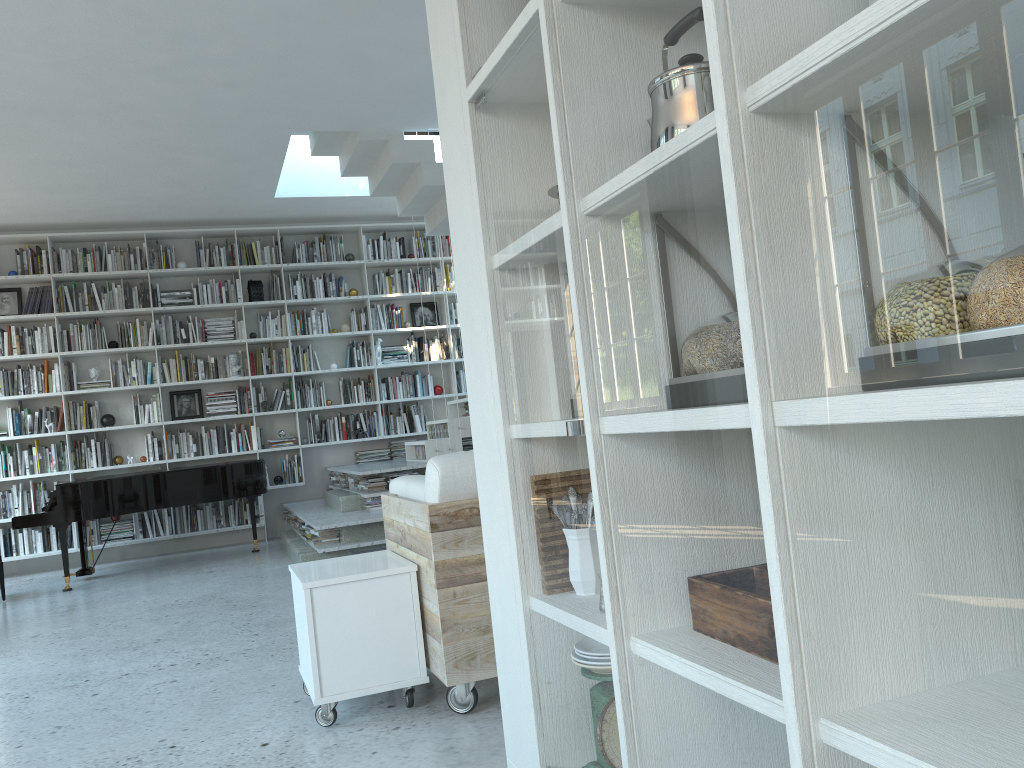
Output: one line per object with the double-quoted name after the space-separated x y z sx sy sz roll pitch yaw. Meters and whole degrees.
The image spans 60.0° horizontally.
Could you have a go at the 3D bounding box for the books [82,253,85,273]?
-4.117 -1.137 8.543 0.012 0.216 0.150 -6 -2 -19 "books"

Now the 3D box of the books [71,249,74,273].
-4.197 -1.148 8.494 0.012 0.250 0.174 -6 -2 -19 "books"

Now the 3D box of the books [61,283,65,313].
-4.278 -0.800 8.473 0.014 0.309 0.130 -6 -2 -19 "books"

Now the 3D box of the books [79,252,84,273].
-4.138 -1.145 8.545 0.025 0.234 0.129 -6 -2 -19 "books"

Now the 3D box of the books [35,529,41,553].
-4.401 1.462 8.252 0.028 0.206 0.171 -6 -2 -19 "books"

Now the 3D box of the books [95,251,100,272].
-3.997 -1.159 8.579 0.029 0.235 0.130 -6 -2 -19 "books"

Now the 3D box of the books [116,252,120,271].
-3.831 -1.163 8.644 0.029 0.213 0.141 -6 -2 -19 "books"

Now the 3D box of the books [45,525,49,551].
-4.344 1.405 8.300 0.013 0.310 0.130 -6 -2 -19 "books"

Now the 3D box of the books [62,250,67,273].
-4.264 -1.144 8.477 0.031 0.254 0.145 -6 -2 -19 "books"

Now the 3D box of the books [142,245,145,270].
-3.610 -1.212 8.703 0.014 0.267 0.171 -6 -2 -19 "books"

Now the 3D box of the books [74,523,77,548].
-4.088 1.418 8.342 0.017 0.233 0.212 -6 -2 -19 "books"

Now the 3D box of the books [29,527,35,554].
-4.450 1.437 8.238 0.025 0.266 0.159 -6 -2 -19 "books"

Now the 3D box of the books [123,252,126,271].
-3.766 -1.168 8.632 0.013 0.207 0.178 -6 -2 -19 "books"

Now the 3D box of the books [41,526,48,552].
-4.348 1.438 8.265 0.023 0.244 0.188 -6 -2 -19 "books"

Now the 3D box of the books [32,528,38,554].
-4.425 1.458 8.245 0.021 0.218 0.191 -6 -2 -19 "books"

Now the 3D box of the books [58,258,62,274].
-4.309 -1.103 8.469 0.024 0.183 0.133 -6 -2 -19 "books"

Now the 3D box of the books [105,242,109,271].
-3.920 -1.207 8.605 0.014 0.315 0.166 -6 -2 -19 "books"

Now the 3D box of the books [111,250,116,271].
-3.868 -1.171 8.622 0.026 0.235 0.134 -6 -2 -19 "books"

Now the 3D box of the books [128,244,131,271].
-3.729 -1.210 8.663 0.013 0.285 0.159 -6 -2 -19 "books"

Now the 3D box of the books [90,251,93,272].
-4.047 -1.154 8.554 0.013 0.234 0.154 -6 -2 -19 "books"

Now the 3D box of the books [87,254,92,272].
-4.067 -1.135 8.550 0.030 0.201 0.152 -6 -2 -19 "books"

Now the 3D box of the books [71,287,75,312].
-4.184 -0.785 8.479 0.011 0.260 0.157 -6 -2 -19 "books"

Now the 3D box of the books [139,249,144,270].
-3.624 -1.190 8.689 0.026 0.225 0.172 -6 -2 -19 "books"

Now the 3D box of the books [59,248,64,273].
-4.296 -1.152 8.487 0.021 0.279 0.141 -6 -2 -19 "books"

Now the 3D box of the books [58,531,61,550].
-4.250 1.420 8.339 0.040 0.264 0.137 -6 -2 -19 "books"

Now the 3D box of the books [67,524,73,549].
-4.167 1.416 8.359 0.065 0.256 0.156 -6 -2 -19 "books"

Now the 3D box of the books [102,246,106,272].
-3.944 -1.183 8.581 0.052 0.273 0.172 -6 -2 -19 "books"

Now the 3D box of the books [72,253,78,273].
-4.172 -1.130 8.489 0.029 0.208 0.178 -6 -2 -19 "books"

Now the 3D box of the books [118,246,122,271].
-3.804 -1.194 8.626 0.014 0.266 0.192 -6 -2 -19 "books"

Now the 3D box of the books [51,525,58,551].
-4.274 1.425 8.306 0.027 0.256 0.179 -6 -2 -19 "books"

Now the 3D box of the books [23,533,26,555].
-4.515 1.472 8.240 0.014 0.211 0.146 -6 -2 -19 "books"

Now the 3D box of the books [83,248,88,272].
-4.101 -1.165 8.549 0.028 0.268 0.151 -6 -2 -19 "books"

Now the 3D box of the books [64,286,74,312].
-4.223 -0.788 8.474 0.067 0.274 0.168 -6 -2 -19 "books"

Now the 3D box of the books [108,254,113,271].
-3.889 -1.147 8.603 0.031 0.190 0.181 -6 -2 -19 "books"

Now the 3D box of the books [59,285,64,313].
-4.282 -0.788 8.448 0.013 0.283 0.159 -6 -2 -19 "books"

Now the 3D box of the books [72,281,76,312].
-4.173 -0.814 8.475 0.012 0.315 0.171 -6 -2 -19 "books"

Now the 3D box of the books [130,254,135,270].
-3.701 -1.162 8.663 0.031 0.184 0.177 -6 -2 -19 "books"

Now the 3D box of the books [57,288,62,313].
-4.293 -0.774 8.428 0.023 0.256 0.175 -6 -2 -19 "books"

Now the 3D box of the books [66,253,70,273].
-4.235 -1.129 8.482 0.023 0.220 0.181 -6 -2 -19 "books"

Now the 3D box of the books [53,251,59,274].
-4.332 -1.129 8.447 0.029 0.237 0.156 -6 -2 -19 "books"

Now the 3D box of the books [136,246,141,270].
-3.659 -1.204 8.700 0.029 0.261 0.151 -6 -2 -19 "books"

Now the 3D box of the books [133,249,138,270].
-3.681 -1.190 8.683 0.026 0.237 0.149 -6 -2 -19 "books"

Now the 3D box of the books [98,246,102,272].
-3.975 -1.182 8.573 0.013 0.276 0.164 -6 -2 -19 "books"

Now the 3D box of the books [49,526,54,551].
-4.296 1.443 8.300 0.022 0.224 0.141 -6 -2 -19 "books"

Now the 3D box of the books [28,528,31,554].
-4.476 1.421 8.249 0.014 0.304 0.139 -6 -2 -19 "books"

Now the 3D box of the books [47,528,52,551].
-4.321 1.451 8.304 0.024 0.214 0.137 -6 -2 -19 "books"

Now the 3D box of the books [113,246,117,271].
-3.851 -1.190 8.630 0.014 0.269 0.156 -6 -2 -19 "books"

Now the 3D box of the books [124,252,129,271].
-3.746 -1.166 8.635 0.026 0.200 0.187 -6 -2 -19 "books"

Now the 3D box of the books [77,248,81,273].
-4.148 -1.160 8.515 0.010 0.264 0.160 -6 -2 -19 "books"

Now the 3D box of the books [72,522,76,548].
-4.125 1.402 8.376 0.027 0.276 0.143 -6 -2 -19 "books"

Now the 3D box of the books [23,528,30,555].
-4.489 1.440 8.224 0.031 0.266 0.186 -6 -2 -19 "books"

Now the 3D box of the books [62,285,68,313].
-4.258 -0.792 8.455 0.010 0.287 0.148 -6 -2 -19 "books"

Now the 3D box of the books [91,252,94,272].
-4.032 -1.146 8.551 0.011 0.215 0.160 -6 -2 -19 "books"

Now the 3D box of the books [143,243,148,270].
-3.591 -1.225 8.706 0.026 0.288 0.176 -6 -2 -19 "books"

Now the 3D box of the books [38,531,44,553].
-4.370 1.468 8.255 0.031 0.188 0.190 -6 -2 -19 "books"

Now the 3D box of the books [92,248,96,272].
-4.023 -1.165 8.556 0.013 0.251 0.183 -6 -2 -19 "books"

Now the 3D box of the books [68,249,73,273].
-4.215 -1.147 8.493 0.023 0.251 0.170 -6 -2 -19 "books"

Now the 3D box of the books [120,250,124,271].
-3.788 -1.176 8.638 0.021 0.228 0.161 -6 -2 -19 "books"

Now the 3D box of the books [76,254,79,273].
-4.155 -1.130 8.509 0.014 0.207 0.166 -6 -2 -19 "books"

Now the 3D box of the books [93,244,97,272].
-4.015 -1.189 8.563 0.010 0.299 0.151 -6 -2 -19 "books"
